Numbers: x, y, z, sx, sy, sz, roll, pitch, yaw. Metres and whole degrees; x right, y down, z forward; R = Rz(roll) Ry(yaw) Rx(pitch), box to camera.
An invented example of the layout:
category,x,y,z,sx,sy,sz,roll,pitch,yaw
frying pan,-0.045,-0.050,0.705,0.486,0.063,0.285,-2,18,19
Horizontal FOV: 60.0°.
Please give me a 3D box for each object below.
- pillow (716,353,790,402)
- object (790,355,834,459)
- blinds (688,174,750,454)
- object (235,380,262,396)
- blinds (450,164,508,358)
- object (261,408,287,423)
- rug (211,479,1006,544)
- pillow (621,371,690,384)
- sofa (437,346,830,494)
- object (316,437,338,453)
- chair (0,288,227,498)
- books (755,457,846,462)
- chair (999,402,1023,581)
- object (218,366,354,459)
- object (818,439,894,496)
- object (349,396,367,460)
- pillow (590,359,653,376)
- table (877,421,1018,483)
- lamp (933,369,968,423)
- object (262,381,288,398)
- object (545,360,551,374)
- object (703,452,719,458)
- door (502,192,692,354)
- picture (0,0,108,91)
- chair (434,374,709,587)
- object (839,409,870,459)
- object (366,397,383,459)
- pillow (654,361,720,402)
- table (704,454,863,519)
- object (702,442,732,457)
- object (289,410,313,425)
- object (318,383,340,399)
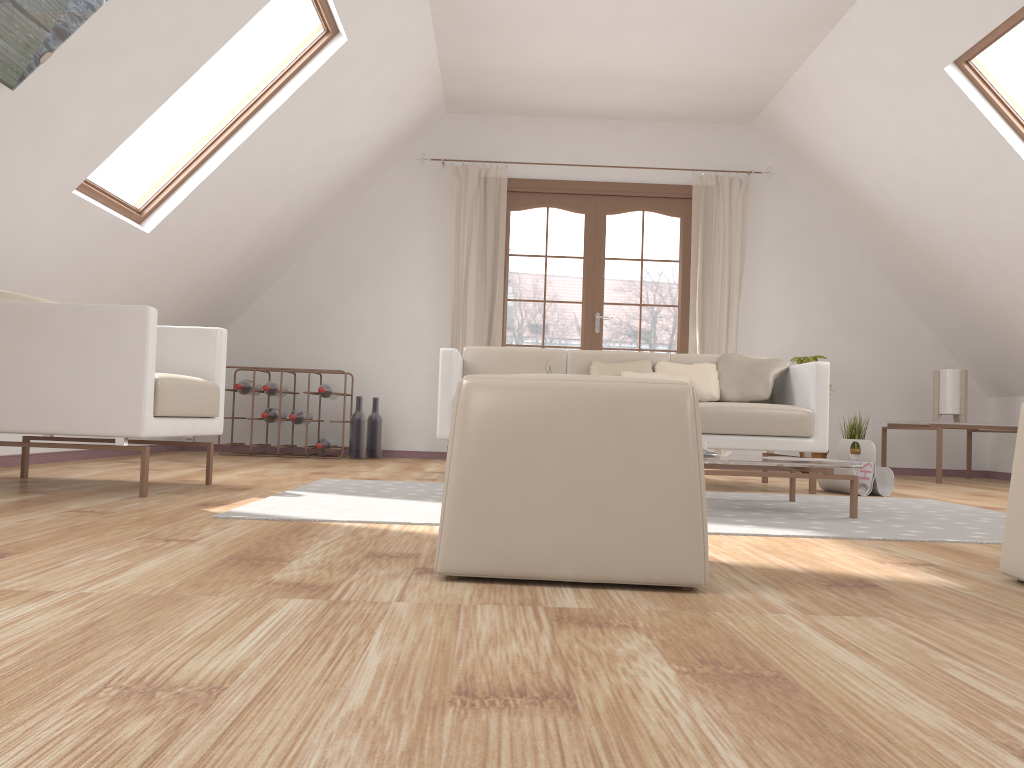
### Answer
category,x,y,z,sx,sy,sz,roll,pitch,yaw
pillow,1.248,-0.037,4.706,0.269,0.276,0.424,4,-3,-41
object,2.128,0.212,6.346,0.311,0.846,0.307,2,-2,-9
blinds,1.518,-0.492,6.517,0.424,2.129,0.123,2,-2,-6
object,-1.843,0.025,6.155,0.110,0.110,0.439,2,-2,-1
blinds,-0.280,-0.552,6.525,0.423,2.130,0.120,2,-2,-4
object,-1.665,0.220,6.153,0.109,0.109,0.435,2,-2,-1
rug,0.551,0.452,3.279,2.800,0.007,1.600,2,-2,-1
pillow,0.744,0.017,4.594,0.363,0.170,0.227,2,-2,4
sofa,0.578,0.160,4.631,1.880,0.706,0.820,2,-2,-1
object,-1.298,0.424,6.151,0.109,0.109,0.435,2,-2,-1
chair,-1.587,0.028,3.307,0.820,0.706,0.748,2,-2,2
books,1.083,0.283,3.329,0.280,0.005,0.192,2,-2,-9
chair,1.272,0.210,1.633,0.506,0.394,0.506,2,-2,3
object,-1.569,0.201,6.198,0.854,0.608,0.417,2,-2,-1
object,1.700,0.408,4.395,0.212,0.267,0.315,3,-3,-14
object,-1.065,0.305,6.148,0.115,0.443,0.120,2,-2,-7
pillow,0.591,-0.025,4.743,0.351,0.235,0.185,2,-2,2
table,3.015,0.463,6.034,0.730,0.390,0.773,2,-2,-3
lamp,3.076,0.089,6.213,0.221,0.375,0.180,0,-3,33
object,-1.660,0.035,6.163,0.109,0.109,0.435,2,-2,-1
object,0.133,0.074,3.412,0.123,0.359,0.184,0,-3,41
object,0.678,0.241,3.223,0.064,0.051,0.143,3,-3,-31
door,0.601,-0.423,6.629,1.546,2.001,0.098,2,-2,-1
picture,-1.258,-1.317,2.565,0.683,0.738,0.650,2,-2,-1
chair,0.128,0.180,1.855,0.506,0.394,0.506,2,-2,4
object,2.358,0.394,6.093,0.234,0.480,0.209,4,-3,-35
object,-0.984,0.317,6.358,0.115,0.443,0.120,2,-2,-7
pillow,0.932,-0.012,4.744,0.351,0.225,0.196,2,-2,4
table,0.592,0.365,3.350,1.173,0.190,0.730,2,-2,-1
object,0.756,0.249,3.364,0.143,0.052,0.064,2,-2,-1
object,-1.479,0.230,6.156,0.109,0.109,0.435,2,-2,-1
object,-1.286,0.048,6.169,0.109,0.109,0.435,2,-2,-1
